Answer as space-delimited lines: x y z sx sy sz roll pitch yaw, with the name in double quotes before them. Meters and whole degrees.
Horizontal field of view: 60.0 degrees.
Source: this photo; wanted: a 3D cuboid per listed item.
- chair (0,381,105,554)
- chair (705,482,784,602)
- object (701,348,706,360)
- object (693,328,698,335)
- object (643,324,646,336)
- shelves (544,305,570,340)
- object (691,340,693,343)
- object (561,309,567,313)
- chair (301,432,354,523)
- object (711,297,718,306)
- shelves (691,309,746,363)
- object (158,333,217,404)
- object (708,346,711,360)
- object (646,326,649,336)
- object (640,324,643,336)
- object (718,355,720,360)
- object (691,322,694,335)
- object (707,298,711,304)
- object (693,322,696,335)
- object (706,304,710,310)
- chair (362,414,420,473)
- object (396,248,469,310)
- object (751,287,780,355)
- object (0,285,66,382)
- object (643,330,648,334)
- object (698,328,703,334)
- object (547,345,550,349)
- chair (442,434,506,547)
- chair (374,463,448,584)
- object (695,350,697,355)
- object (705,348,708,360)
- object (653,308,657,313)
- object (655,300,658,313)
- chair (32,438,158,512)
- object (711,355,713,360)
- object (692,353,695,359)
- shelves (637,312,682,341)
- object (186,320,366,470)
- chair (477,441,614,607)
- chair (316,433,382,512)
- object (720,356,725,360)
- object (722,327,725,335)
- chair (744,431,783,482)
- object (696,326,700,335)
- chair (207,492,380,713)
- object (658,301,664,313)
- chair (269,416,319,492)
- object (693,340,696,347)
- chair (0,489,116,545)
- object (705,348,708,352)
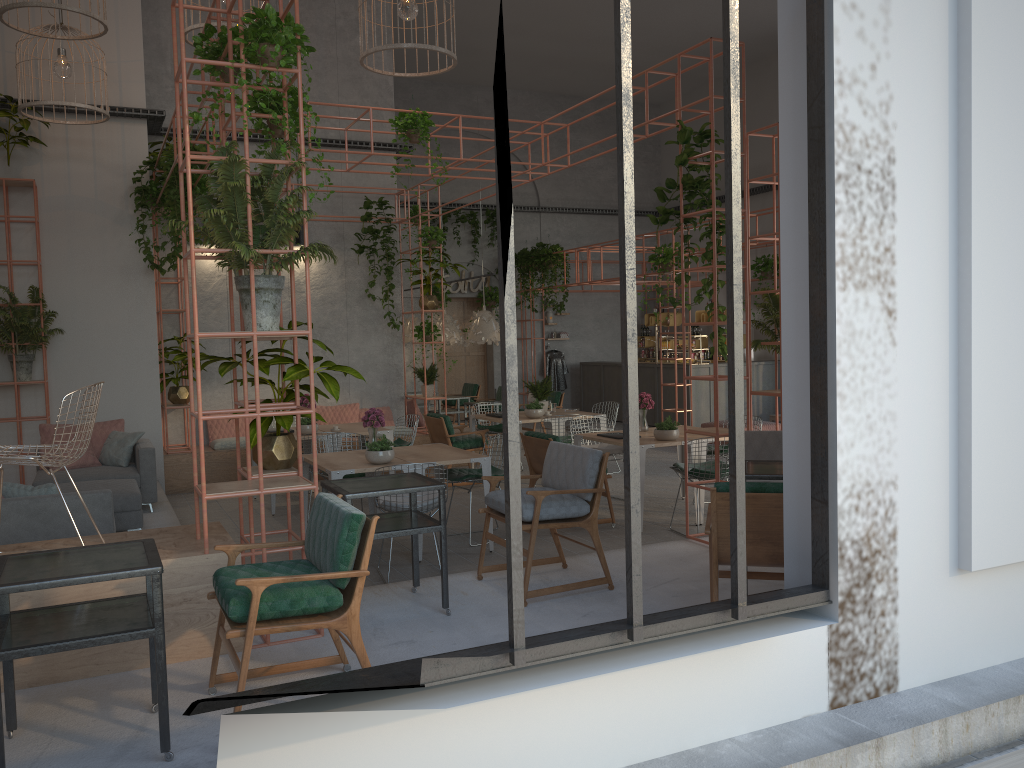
"chair" -2.517 0.471 4.670 0.717 0.941 0.565 -3 3 -17
"chair" 1.383 0.930 4.601 0.722 0.917 0.685 -1 3 15
"object" 4.072 -0.637 18.806 0.072 0.248 0.094 -3 3 -25
"object" 3.944 -1.121 19.059 0.115 0.147 0.115 -3 3 -17
"object" 3.129 -1.270 20.912 0.066 0.291 0.066 -3 3 -19
"shelves" 1.029 -1.394 20.142 0.560 0.790 0.186 -3 3 -25
"object" 3.883 -0.875 19.206 0.131 0.207 0.131 -1 3 20
"object" 1.133 -1.662 20.203 0.263 0.101 0.013 -3 3 -25
"chair" -1.964 0.944 9.449 0.565 0.941 0.717 -2 3 -9
"object" 4.250 -1.749 18.626 0.134 0.386 0.134 -4 4 -36
"shelves" 4.278 -0.635 18.613 0.328 1.838 1.750 -3 3 -25
"object" -4.282 -0.200 11.383 0.934 0.919 0.903 1 4 36
"object" 4.151 -0.652 18.639 0.066 0.291 0.066 -4 4 -41
"object" 3.203 -1.274 20.944 0.066 0.291 0.066 -1 3 14
"object" 3.060 -1.266 20.878 0.066 0.291 0.066 1 4 34
"object" 4.292 -0.548 18.355 0.115 0.107 0.115 -3 3 -28
"object" 3.882 -1.196 19.145 0.066 0.291 0.066 1 4 34
"object" 4.201 -1.716 18.816 0.134 0.301 0.134 -4 4 -36
"object" 3.952 -1.199 19.179 0.066 0.291 0.066 -3 3 -19
"object" 4.112 -1.612 18.600 0.088 0.123 0.088 0 4 31
"chair" -1.464 0.862 10.716 0.717 0.941 0.565 -3 4 -29
"object" -1.152 -1.539 12.784 0.934 0.947 0.903 0 3 26
"object" 2.542 -0.497 7.875 0.894 1.100 0.900 -1 3 4
"object" -5.621 -0.578 10.134 0.894 1.097 0.900 -1 3 4
"object" 3.121 -1.191 20.792 0.115 0.147 0.115 -1 3 19
"object" 4.062 -1.127 19.115 0.115 0.147 0.115 -3 3 -17
"object" 0.821 -0.845 20.137 0.093 0.121 0.049 -3 3 -23
"chair" -0.292 0.962 8.247 0.717 0.941 0.565 -3 4 -29
"chair" -0.791 1.045 6.980 0.565 0.941 0.717 -2 3 -9
"object" 3.976 -0.633 19.144 0.070 0.209 0.070 0 3 23
"object" 4.111 -0.633 18.712 0.082 0.246 0.082 -1 3 7
"object" 3.289 -1.682 20.333 0.088 0.123 0.088 0 4 31
"object" 3.378 -1.786 20.549 0.134 0.301 0.134 -4 4 -36
"chair" -4.292 0.961 9.144 1.127 0.672 1.052 -3 3 -25
"object" 4.230 -0.652 18.683 0.065 0.280 0.065 -1 3 18
"object" 3.909 -0.629 19.114 0.070 0.209 0.070 0 3 25
"shelves" 3.455 -0.705 20.346 0.328 1.838 1.750 -3 3 -25
"object" -1.413 0.066 5.462 0.934 0.923 0.903 0 4 31
"chair" 0.208 0.886 5.911 0.685 0.929 0.722 -3 3 -25
"chair" -1.594 0.977 8.653 0.565 0.941 0.717 -3 3 -24
"object" 4.347 -0.543 18.238 0.115 0.107 0.115 0 4 31
"object" 4.341 -1.093 18.221 0.083 0.159 0.083 -1 3 19
"chair" 1.956 0.817 6.418 0.722 0.914 0.685 -1 3 15
"object" 4.026 -1.203 19.211 0.066 0.291 0.066 -1 3 14
"chair" -1.006 1.021 4.049 0.685 0.929 0.722 -3 3 -25
"object" 3.427 -1.819 20.359 0.134 0.386 0.134 -1 3 8
"chair" -2.767 0.877 11.122 0.565 0.941 0.717 -3 3 -24
"object" 3.939 -0.894 19.058 0.072 0.248 0.094 -3 3 -25
"chair" -3.513 1.036 6.550 1.056 0.586 1.127 -3 3 -25
"object" 4.138 -0.640 18.835 0.072 0.248 0.094 -3 3 -25
